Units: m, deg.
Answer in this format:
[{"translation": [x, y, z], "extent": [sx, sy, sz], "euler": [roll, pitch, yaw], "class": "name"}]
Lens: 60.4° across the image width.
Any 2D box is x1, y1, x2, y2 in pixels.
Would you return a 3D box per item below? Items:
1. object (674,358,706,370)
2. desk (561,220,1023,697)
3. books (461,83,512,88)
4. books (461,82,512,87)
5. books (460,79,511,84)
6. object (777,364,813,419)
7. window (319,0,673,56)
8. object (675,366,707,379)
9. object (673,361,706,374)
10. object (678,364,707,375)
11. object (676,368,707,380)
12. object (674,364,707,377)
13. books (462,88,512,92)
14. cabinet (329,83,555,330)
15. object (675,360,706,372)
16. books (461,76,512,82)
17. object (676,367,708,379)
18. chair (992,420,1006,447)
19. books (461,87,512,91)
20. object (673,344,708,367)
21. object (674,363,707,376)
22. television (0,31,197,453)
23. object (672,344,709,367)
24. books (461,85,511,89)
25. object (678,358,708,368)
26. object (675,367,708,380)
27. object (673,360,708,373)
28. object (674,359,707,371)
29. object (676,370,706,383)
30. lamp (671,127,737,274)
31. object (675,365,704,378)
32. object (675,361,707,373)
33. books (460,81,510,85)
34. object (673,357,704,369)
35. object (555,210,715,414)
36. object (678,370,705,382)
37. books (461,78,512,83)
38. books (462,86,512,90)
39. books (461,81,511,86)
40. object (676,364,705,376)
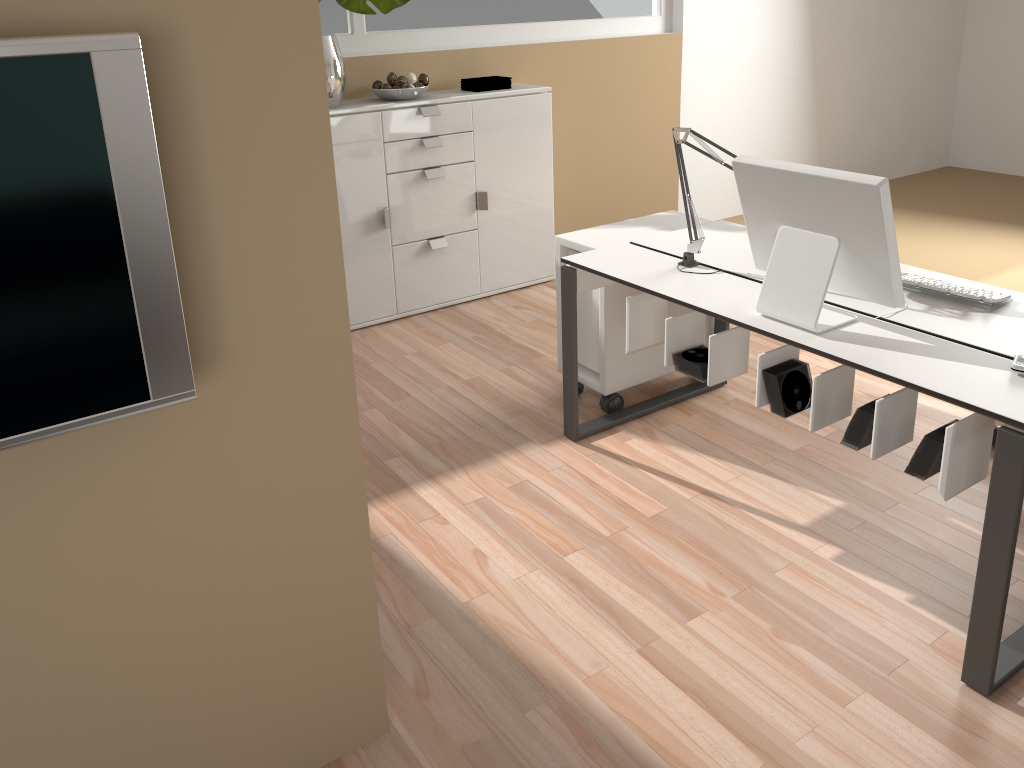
[{"translation": [0.579, -0.079, 2.677], "extent": [0.135, 0.002, 0.122], "euler": [-17, 28, -30], "class": "object"}, {"translation": [0.960, 0.033, 2.750], "extent": [0.816, 0.661, 1.643], "euler": [-16, 26, -30], "class": "desk"}, {"translation": [-0.138, -1.603, 4.716], "extent": [0.225, 0.006, 0.161], "euler": [-17, 28, -31], "class": "books"}, {"translation": [-0.138, -1.608, 4.714], "extent": [0.225, 0.006, 0.161], "euler": [-17, 28, -31], "class": "books"}, {"translation": [-0.141, -1.623, 4.711], "extent": [0.225, 0.007, 0.161], "euler": [-17, 28, -31], "class": "books"}, {"translation": [0.776, 0.019, 2.393], "extent": [0.135, 0.109, 0.040], "euler": [-16, 23, -32], "class": "object"}, {"translation": [-0.492, -2.636, 4.529], "extent": [3.687, 1.731, 0.046], "euler": [-17, 23, -31], "class": "window"}, {"translation": [0.585, -0.052, 2.678], "extent": [0.135, 0.002, 0.122], "euler": [-17, 28, -30], "class": "object"}, {"translation": [0.582, -0.067, 2.678], "extent": [0.135, 0.002, 0.122], "euler": [-17, 28, -30], "class": "object"}, {"translation": [0.583, -0.063, 2.678], "extent": [0.135, 0.002, 0.122], "euler": [-17, 28, -30], "class": "object"}, {"translation": [0.586, -0.047, 2.678], "extent": [0.135, 0.002, 0.122], "euler": [-17, 28, -30], "class": "object"}, {"translation": [0.584, -0.058, 2.678], "extent": [0.135, 0.002, 0.122], "euler": [-17, 28, -30], "class": "object"}, {"translation": [-0.138, -1.582, 4.721], "extent": [0.225, 0.007, 0.161], "euler": [-17, 28, -31], "class": "books"}, {"translation": [-0.491, -0.951, 4.616], "extent": [1.545, 1.044, 0.427], "euler": [-17, 24, -32], "class": "cabinet"}, {"translation": [0.581, -0.072, 2.678], "extent": [0.135, 0.002, 0.122], "euler": [-17, 28, -30], "class": "object"}, {"translation": [-0.137, -1.633, 4.707], "extent": [0.225, 0.006, 0.161], "euler": [-17, 28, -31], "class": "books"}, {"translation": [0.585, -0.052, 2.678], "extent": [0.135, 0.002, 0.122], "euler": [-17, 28, -30], "class": "object"}, {"translation": [1.870, -0.076, 2.794], "extent": [0.627, 0.780, 0.616], "euler": [10, 24, 29], "class": "chair"}, {"translation": [-0.138, -1.587, 4.720], "extent": [0.225, 0.006, 0.161], "euler": [-17, 28, -31], "class": "books"}, {"translation": [0.577, -0.087, 2.677], "extent": [0.135, 0.002, 0.122], "euler": [-17, 28, -30], "class": "object"}, {"translation": [0.583, -0.061, 2.678], "extent": [0.135, 0.002, 0.122], "euler": [-17, 28, -30], "class": "object"}, {"translation": [-1.020, -0.090, 1.050], "extent": [1.191, 0.558, 0.055], "euler": [-17, 23, -31], "class": "television"}, {"translation": [0.577, -0.087, 2.677], "extent": [0.135, 0.002, 0.122], "euler": [-17, 28, -30], "class": "object"}, {"translation": [-0.140, -1.597, 4.716], "extent": [0.226, 0.006, 0.161], "euler": [-18, 29, -32], "class": "books"}, {"translation": [0.578, -0.083, 2.677], "extent": [0.135, 0.002, 0.122], "euler": [-17, 28, -30], "class": "object"}, {"translation": [0.586, -0.050, 2.678], "extent": [0.135, 0.002, 0.122], "euler": [-17, 28, -30], "class": "object"}, {"translation": [0.581, -0.070, 2.678], "extent": [0.135, 0.002, 0.122], "euler": [-17, 28, -30], "class": "object"}, {"translation": [0.580, -0.074, 2.678], "extent": [0.135, 0.002, 0.122], "euler": [-17, 28, -30], "class": "object"}, {"translation": [0.588, -0.041, 2.679], "extent": [0.135, 0.002, 0.122], "euler": [-17, 28, -30], "class": "object"}, {"translation": [0.759, -0.535, 2.781], "extent": [0.541, 0.509, 0.145], "euler": [6, 20, 21], "class": "lamp"}, {"translation": [0.584, -0.056, 2.678], "extent": [0.135, 0.002, 0.122], "euler": [-17, 28, -30], "class": "object"}, {"translation": [0.581, -0.070, 2.678], "extent": [0.135, 0.002, 0.122], "euler": [-17, 28, -30], "class": "object"}, {"translation": [-0.140, -1.619, 4.712], "extent": [0.225, 0.007, 0.161], "euler": [-17, 28, -31], "class": "books"}, {"translation": [0.579, -0.081, 2.677], "extent": [0.135, 0.002, 0.122], "euler": [-17, 28, -30], "class": "object"}, {"translation": [0.522, -0.301, 3.571], "extent": [0.630, 0.651, 0.316], "euler": [-16, 24, -32], "class": "object"}, {"translation": [0.587, -0.043, 2.679], "extent": [0.135, 0.002, 0.122], "euler": [-17, 28, -30], "class": "object"}, {"translation": [-0.137, -1.628, 4.707], "extent": [0.225, 0.007, 0.161], "euler": [-17, 28, -31], "class": "books"}, {"translation": [-0.138, -1.592, 4.719], "extent": [0.225, 0.006, 0.161], "euler": [-17, 28, -31], "class": "books"}, {"translation": [-0.139, -1.612, 4.711], "extent": [0.225, 0.006, 0.161], "euler": [-17, 28, -30], "class": "books"}, {"translation": [0.583, -0.061, 2.678], "extent": [0.135, 0.002, 0.122], "euler": [-17, 28, -30], "class": "object"}]
